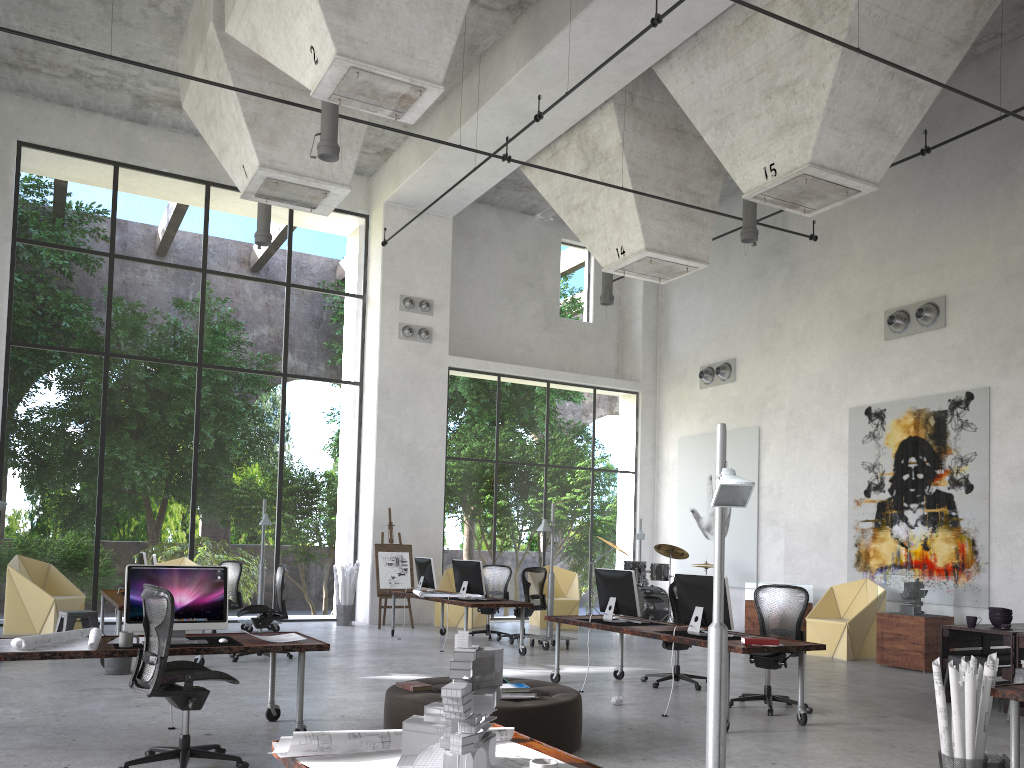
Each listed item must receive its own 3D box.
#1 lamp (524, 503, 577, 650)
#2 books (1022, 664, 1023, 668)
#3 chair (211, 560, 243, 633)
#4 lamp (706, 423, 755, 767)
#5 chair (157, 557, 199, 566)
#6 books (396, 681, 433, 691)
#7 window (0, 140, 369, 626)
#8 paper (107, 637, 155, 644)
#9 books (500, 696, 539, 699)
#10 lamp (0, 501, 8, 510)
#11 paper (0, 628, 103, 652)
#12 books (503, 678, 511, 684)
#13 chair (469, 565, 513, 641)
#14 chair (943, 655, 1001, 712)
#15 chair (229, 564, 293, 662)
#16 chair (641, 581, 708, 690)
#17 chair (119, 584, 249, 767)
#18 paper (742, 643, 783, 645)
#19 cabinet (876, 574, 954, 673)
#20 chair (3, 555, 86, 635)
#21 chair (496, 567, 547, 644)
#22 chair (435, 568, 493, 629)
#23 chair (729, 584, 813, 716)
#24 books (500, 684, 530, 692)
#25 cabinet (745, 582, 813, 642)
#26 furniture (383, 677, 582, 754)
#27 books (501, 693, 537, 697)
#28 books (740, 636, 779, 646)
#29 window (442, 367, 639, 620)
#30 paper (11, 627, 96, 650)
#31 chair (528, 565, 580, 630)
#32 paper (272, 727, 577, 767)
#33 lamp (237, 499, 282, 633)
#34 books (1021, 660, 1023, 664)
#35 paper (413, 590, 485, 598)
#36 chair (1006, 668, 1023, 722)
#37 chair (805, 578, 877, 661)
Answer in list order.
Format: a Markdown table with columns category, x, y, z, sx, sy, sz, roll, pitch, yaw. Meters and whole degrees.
| category | x | y | z | sx | sy | sz | roll | pitch | yaw |
| --- | --- | --- | --- | --- | --- | --- | --- | --- | --- |
| lamp | 0.582 | 2.842 | 13.041 | 0.598 | 2.135 | 0.582 | 3 | -4 | -28 |
| books | 4.854 | 2.596 | 8.050 | 0.284 | 0.034 | 0.200 | -2 | -11 | 18 |
| chair | -4.087 | 3.035 | 12.175 | 0.771 | 1.174 | 0.801 | -1 | -6 | 26 |
| lamp | 1.052 | 1.270 | 4.490 | 0.579 | 2.135 | 0.601 | 2 | -3 | -3 |
| chair | -5.641 | 3.403 | 14.301 | 0.979 | 1.159 | 0.946 | 0 | -6 | 17 |
| books | -0.743 | 2.291 | 6.665 | 0.176 | 0.032 | 0.256 | 9 | -13 | -36 |
| window | -5.497 | 0.293 | 15.428 | 5.987 | 7.785 | 0.067 | 5 | -4 | -28 |
| paper | -2.684 | 1.881 | 6.452 | 0.486 | 0.001 | 0.434 | 5 | -11 | -17 |
| books | 0.022 | 2.260 | 6.350 | 0.301 | 0.031 | 0.223 | 4 | -11 | -13 |
| lamp | -6.175 | 2.115 | 10.130 | 0.596 | 2.135 | 0.584 | 1 | -3 | 5 |
| paper | -3.333 | 1.733 | 5.953 | 1.080 | 0.104 | 0.986 | 7 | -12 | -28 |
| books | -0.128 | 2.327 | 6.898 | 0.145 | 0.102 | 0.205 | 9 | -12 | -42 |
| chair | -0.344 | 3.516 | 14.207 | 0.770 | 1.174 | 0.802 | 1 | -5 | 11 |
| chair | 4.606 | 2.999 | 8.827 | 0.419 | 0.485 | 0.443 | 1 | -6 | 7 |
| chair | -3.098 | 2.828 | 10.911 | 0.797 | 1.175 | 0.774 | 6 | -7 | -39 |
| chair | 1.821 | 2.750 | 9.755 | 0.776 | 1.175 | 0.795 | 7 | -7 | -44 |
| chair | -2.115 | 1.882 | 5.671 | 0.772 | 1.175 | 0.800 | -2 | -6 | 35 |
| paper | 2.113 | 2.196 | 7.421 | 0.291 | 0.001 | 0.213 | -5 | -13 | 33 |
| cabinet | 5.413 | 3.196 | 11.805 | 0.596 | 1.244 | 0.748 | 4 | -5 | -28 |
| chair | -7.010 | 3.146 | 13.123 | 0.934 | 1.159 | 0.992 | 1 | -6 | 7 |
| chair | 0.168 | 3.445 | 13.747 | 0.793 | 1.175 | 0.779 | -1 | -6 | 26 |
| chair | -0.898 | 3.887 | 16.196 | 0.979 | 1.159 | 0.945 | -1 | -6 | 20 |
| chair | 2.500 | 2.524 | 8.439 | 0.771 | 1.174 | 0.800 | -1 | -6 | 31 |
| books | -0.024 | 2.302 | 6.653 | 0.285 | 0.033 | 0.200 | 4 | -11 | -15 |
| cabinet | 4.293 | 3.721 | 14.160 | 0.746 | 1.004 | 0.741 | 5 | -6 | -28 |
| furniture | -0.218 | 2.534 | 6.714 | 1.514 | 0.424 | 1.524 | 6 | -11 | -26 |
| books | 0.025 | 2.257 | 6.376 | 0.301 | 0.039 | 0.223 | 0 | -10 | 7 |
| books | 2.084 | 2.164 | 7.402 | 0.285 | 0.052 | 0.205 | 1 | -10 | 4 |
| window | 0.679 | 2.348 | 17.897 | 4.581 | 4.852 | 0.020 | 5 | -4 | -28 |
| paper | -3.555 | 1.714 | 5.867 | 0.891 | 0.102 | 1.960 | 0 | -11 | 10 |
| chair | 0.803 | 3.990 | 16.493 | 0.980 | 1.159 | 0.945 | 3 | -6 | -8 |
| paper | -0.162 | 1.252 | 2.883 | 0.982 | 0.104 | 1.085 | 8 | -12 | -32 |
| lamp | -4.055 | 2.938 | 14.243 | 0.581 | 2.135 | 0.599 | 3 | -4 | -28 |
| books | 4.855 | 2.562 | 8.051 | 0.284 | 0.033 | 0.200 | 1 | -10 | 3 |
| paper | -0.967 | 3.155 | 13.272 | 1.078 | 0.104 | 0.988 | 5 | -11 | -18 |
| chair | 4.836 | 2.856 | 8.023 | 0.439 | 0.485 | 0.423 | 6 | -7 | -33 |
| chair | 4.945 | 3.451 | 12.970 | 0.938 | 1.159 | 0.987 | 5 | -7 | -30 |
